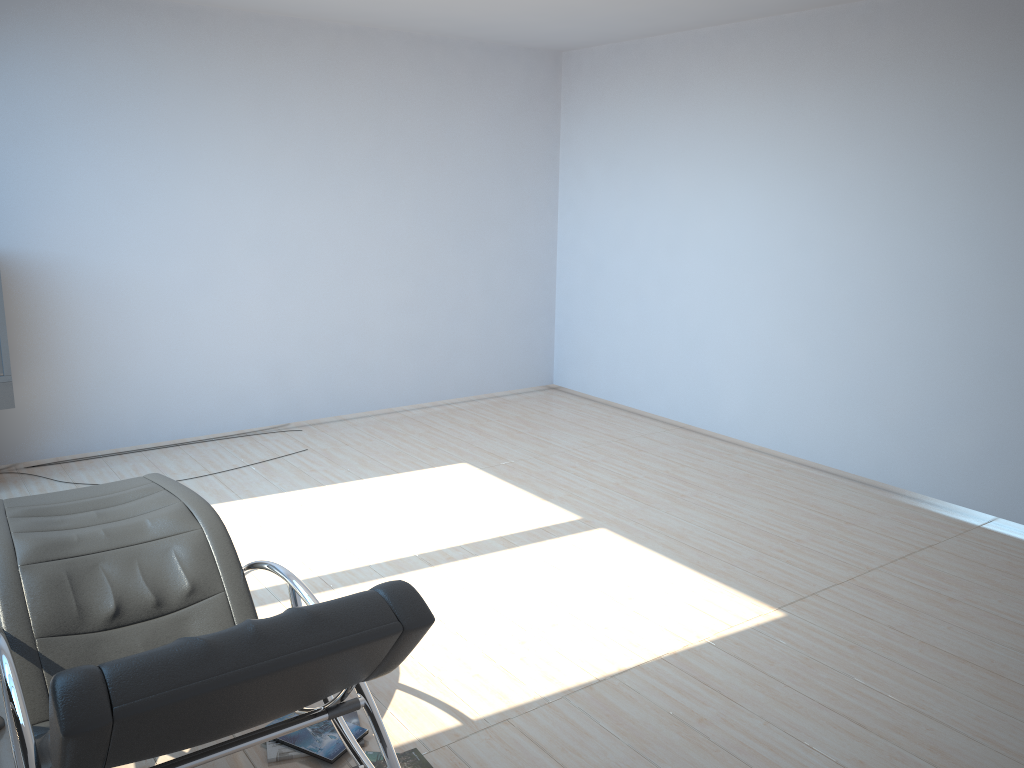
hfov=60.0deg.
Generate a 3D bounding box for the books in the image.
[{"bbox_3d":[-2.328,0.873,3.766,4.790,0.222,1.045,6,14,21],"label":"books"}]

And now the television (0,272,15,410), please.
[{"bbox_3d":[-3.661,0.003,4.748,1.686,1.446,0.400,-10,17,-40],"label":"television"}]

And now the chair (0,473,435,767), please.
[{"bbox_3d":[-1.031,0.789,2.568,0.836,0.953,2.114,-8,16,-35],"label":"chair"}]
